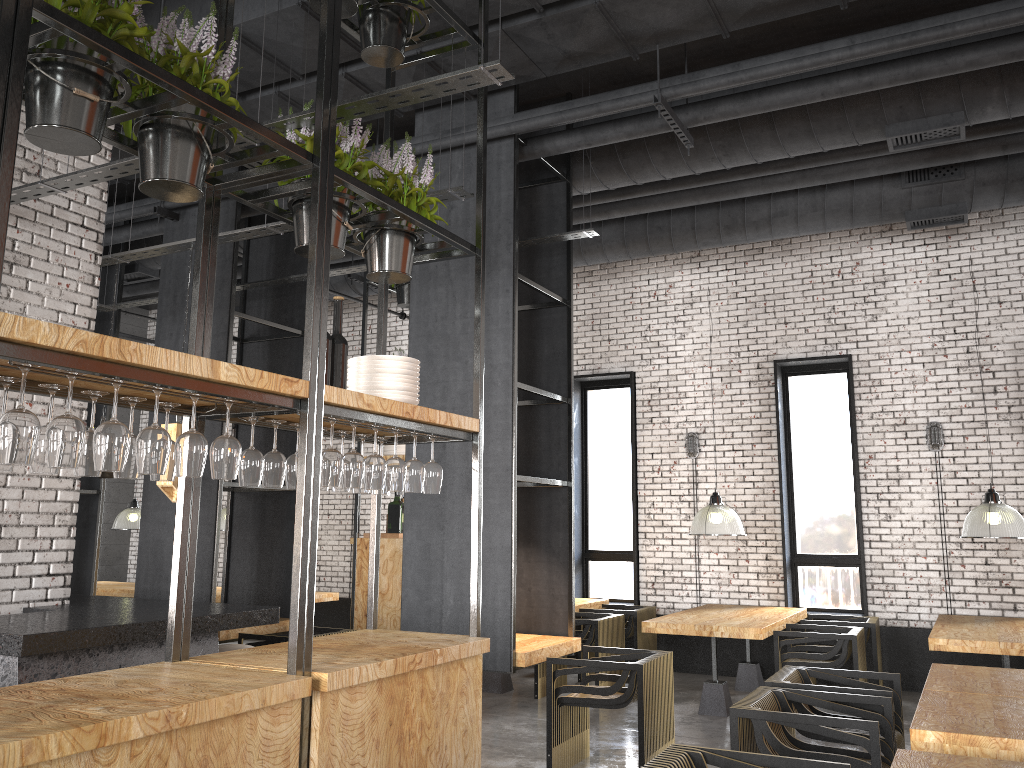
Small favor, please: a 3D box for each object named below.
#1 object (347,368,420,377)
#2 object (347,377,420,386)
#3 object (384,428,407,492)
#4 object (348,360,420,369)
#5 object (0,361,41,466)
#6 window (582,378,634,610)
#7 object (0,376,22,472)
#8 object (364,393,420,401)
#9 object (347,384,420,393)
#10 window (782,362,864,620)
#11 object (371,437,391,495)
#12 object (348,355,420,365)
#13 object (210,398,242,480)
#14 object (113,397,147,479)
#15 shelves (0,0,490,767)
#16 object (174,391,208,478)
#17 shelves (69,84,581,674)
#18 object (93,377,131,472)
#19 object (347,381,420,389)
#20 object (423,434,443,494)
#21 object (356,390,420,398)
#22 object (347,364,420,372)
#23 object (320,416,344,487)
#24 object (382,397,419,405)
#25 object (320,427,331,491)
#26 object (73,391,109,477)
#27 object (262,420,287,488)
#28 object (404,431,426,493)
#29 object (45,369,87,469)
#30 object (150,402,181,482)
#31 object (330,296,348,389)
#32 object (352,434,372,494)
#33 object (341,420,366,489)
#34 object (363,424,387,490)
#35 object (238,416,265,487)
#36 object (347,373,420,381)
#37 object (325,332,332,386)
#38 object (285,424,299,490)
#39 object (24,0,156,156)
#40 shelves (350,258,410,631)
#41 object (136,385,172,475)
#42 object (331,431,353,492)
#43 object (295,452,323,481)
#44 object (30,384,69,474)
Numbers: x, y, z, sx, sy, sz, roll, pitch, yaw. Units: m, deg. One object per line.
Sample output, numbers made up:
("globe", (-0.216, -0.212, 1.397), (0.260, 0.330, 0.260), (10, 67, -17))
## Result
("object", (-0.593, -0.029, 4.085), (0.334, 0.041, 0.333), (1, -9, -3))
("object", (-0.592, 0.009, 4.078), (0.334, 0.039, 0.334), (-6, -11, 35))
("object", (-0.501, 0.325, 3.806), (0.101, 0.268, 0.100), (2, -10, -9))
("object", (-0.592, -0.068, 4.091), (0.335, 0.039, 0.333), (0, -9, 2))
("object", (-1.284, 0.077, 2.315), (0.101, 0.268, 0.100), (-8, -14, 41))
("window", (1.150, 1.267, 10.531), (0.748, 2.708, 0.364), (-5, -12, 27))
("object", (-1.475, 0.117, 2.565), (0.101, 0.268, 0.100), (-8, -14, 41))
("object", (-0.592, 0.083, 4.065), (0.334, 0.037, 0.333), (1, -9, -6))
("object", (-0.593, 0.044, 4.072), (0.334, 0.039, 0.333), (1, -9, -6))
("window", (3.300, 1.104, 9.436), (0.748, 2.708, 0.364), (-5, -12, 27))
("object", (-0.620, 0.388, 4.193), (0.101, 0.268, 0.100), (2, -10, -9))
("object", (-0.592, -0.087, 4.096), (0.334, 0.039, 0.333), (0, -9, 1))
("object", (-0.950, 0.183, 2.951), (0.101, 0.268, 0.100), (-8, -14, 41))
("object", (-1.272, 0.181, 2.952), (0.101, 0.268, 0.100), (-8, -14, 41))
("shelves", (-1.217, -0.539, 2.842), (0.689, 5.037, 3.649), (-5, -11, 27))
("object", (-1.018, 0.162, 2.822), (0.101, 0.268, 0.100), (-8, -14, 41))
("shelves", (-2.428, -0.068, 7.727), (6.143, 4.382, 1.000), (-5, -11, 27))
("object", (-1.153, 0.119, 2.565), (0.101, 0.268, 0.100), (-8, -14, 41))
("object", (-0.592, 0.025, 4.075), (0.334, 0.041, 0.334), (8, -12, -40))
("object", (-0.365, 0.368, 4.064), (0.101, 0.268, 0.100), (2, -10, -9))
("object", (-0.592, 0.063, 4.068), (0.334, 0.040, 0.333), (2, -9, -9))
("object", (-0.593, -0.049, 4.088), (0.334, 0.044, 0.333), (1, -9, -2))
("object", (-0.699, 0.262, 3.428), (0.101, 0.268, 0.100), (5, -11, -26))
("object", (-0.594, 0.101, 4.062), (0.334, 0.046, 0.333), (-1, -9, 8))
("object", (-0.823, 0.323, 3.807), (0.101, 0.268, 0.100), (2, -10, -9))
("object", (-1.339, 0.159, 2.823), (0.101, 0.268, 0.100), (-8, -14, 41))
("object", (-0.954, 0.282, 3.558), (0.101, 0.268, 0.100), (5, -11, -26))
("object", (-0.433, 0.347, 3.935), (0.101, 0.268, 0.100), (2, -10, -9))
("object", (-1.220, 0.097, 2.436), (0.101, 0.268, 0.100), (-8, -14, 41))
("object", (-1.204, 0.202, 3.080), (0.101, 0.268, 0.100), (-8, -14, 41))
("object", (-0.751, -0.141, 3.793), (0.098, 0.473, 0.097), (2, -10, -10))
("object", (-0.687, 0.366, 4.065), (0.101, 0.268, 0.100), (2, -10, -9))
("object", (-0.636, 0.283, 3.549), (0.101, 0.268, 0.100), (2, -10, -9))
("object", (-0.568, 0.304, 3.678), (0.101, 0.268, 0.100), (2, -10, -9))
("object", (-1.012, 0.263, 3.446), (0.101, 0.268, 0.100), (5, -11, -26))
("object", (-0.592, -0.010, 4.081), (0.334, 0.043, 0.333), (-1, -9, 11))
("object", (-0.800, -0.157, 3.698), (0.098, 0.473, 0.097), (2, -10, -10))
("object", (-0.890, 0.302, 3.678), (0.101, 0.268, 0.100), (2, -10, -9))
("object", (-1.370, -1.014, 2.759), (0.467, 0.561, 0.415), (5, -11, -23))
("shelves", (-0.742, 0.572, 9.651), (0.689, 5.037, 2.326), (-5, -11, 27))
("object", (-1.085, 0.140, 2.693), (0.101, 0.268, 0.100), (-8, -14, 41))
("object", (-0.755, 0.345, 3.936), (0.101, 0.268, 0.100), (2, -10, -9))
("object", (-0.758, 0.244, 3.316), (0.101, 0.268, 0.100), (5, -11, -26))
("object", (-1.407, 0.138, 2.694), (0.101, 0.268, 0.100), (-8, -14, 41))
